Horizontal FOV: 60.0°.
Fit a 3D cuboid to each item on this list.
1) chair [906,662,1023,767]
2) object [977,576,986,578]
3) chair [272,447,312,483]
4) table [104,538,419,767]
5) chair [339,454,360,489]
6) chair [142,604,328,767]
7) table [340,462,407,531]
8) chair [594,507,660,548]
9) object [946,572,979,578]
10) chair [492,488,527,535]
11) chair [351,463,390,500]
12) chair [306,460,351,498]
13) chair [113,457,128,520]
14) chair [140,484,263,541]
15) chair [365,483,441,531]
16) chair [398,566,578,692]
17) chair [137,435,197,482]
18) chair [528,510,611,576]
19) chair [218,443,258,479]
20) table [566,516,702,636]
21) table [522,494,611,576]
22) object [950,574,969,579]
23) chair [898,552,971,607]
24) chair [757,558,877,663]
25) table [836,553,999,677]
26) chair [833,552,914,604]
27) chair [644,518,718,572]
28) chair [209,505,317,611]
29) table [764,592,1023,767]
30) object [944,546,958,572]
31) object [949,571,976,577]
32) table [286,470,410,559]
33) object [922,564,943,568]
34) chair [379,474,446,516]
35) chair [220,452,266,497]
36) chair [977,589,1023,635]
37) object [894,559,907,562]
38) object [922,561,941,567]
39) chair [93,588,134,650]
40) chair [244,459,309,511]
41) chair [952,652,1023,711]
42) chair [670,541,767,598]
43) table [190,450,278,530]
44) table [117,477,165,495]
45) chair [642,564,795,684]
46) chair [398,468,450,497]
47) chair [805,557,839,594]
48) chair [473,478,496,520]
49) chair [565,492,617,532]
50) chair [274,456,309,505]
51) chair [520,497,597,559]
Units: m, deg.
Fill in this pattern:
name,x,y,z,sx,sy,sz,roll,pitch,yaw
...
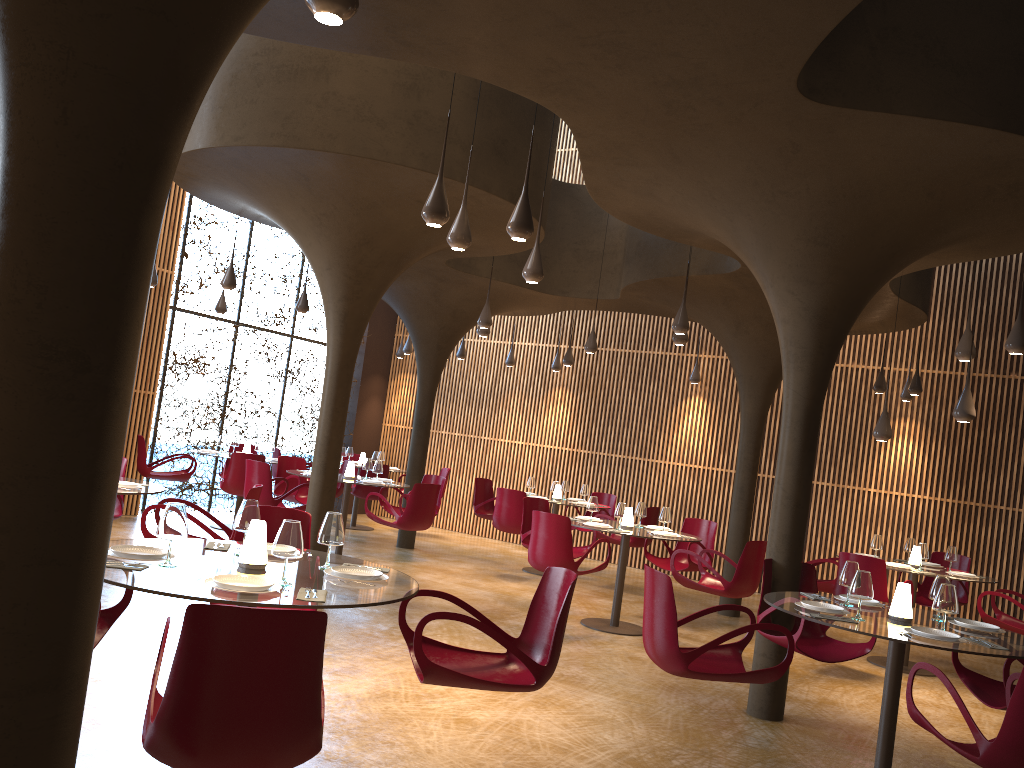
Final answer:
name,x,y,z,sx,sy,sz,roll,pitch,yaw
chair,2.498,1.601,4.419,0.625,0.635,0.873,8,-3,-7
object,5.083,2.120,9.800,0.261,0.017,0.127,4,-5,42
chair,-3.829,1.481,15.681,0.874,0.635,0.625,9,-3,-24
table,-1.371,1.471,4.395,1.673,1.129,1.673,8,-3,-8
chair,-3.103,1.668,17.050,0.625,0.635,0.873,8,-3,-14
chair,-1.003,1.055,3.293,0.626,0.635,0.872,9,-3,-19
table,-2.807,2.038,16.075,1.674,1.129,1.672,9,-3,-17
chair,1.691,2.046,12.927,0.871,0.635,0.626,6,-3,31
object,4.871,2.070,9.589,0.331,0.014,0.332,6,-4,20
chair,0.102,1.810,12.588,0.624,0.635,0.875,6,-3,26
chair,-2.390,1.625,14.910,0.626,0.635,0.872,9,-3,-19
chair,-3.042,1.489,14.178,0.873,0.635,0.625,9,-3,-19
chair,-3.960,0.979,8.238,0.625,0.635,0.873,8,-3,-6
chair,-2.567,1.111,7.387,0.873,0.635,0.625,8,-3,-11
chair,-1.348,1.527,11.255,0.871,0.635,0.626,5,-4,41
chair,-0.123,1.263,4.667,0.873,0.635,0.625,8,-3,-14
chair,-5.262,1.143,13.462,0.874,0.635,0.625,9,-3,-24
chair,0.553,1.645,9.125,0.624,0.635,0.875,6,-4,36
chair,-4.537,1.330,14.831,0.625,0.635,0.873,8,-3,-14
table,1.225,2.186,10.006,1.676,1.129,1.670,10,-4,-40
table,0.609,2.336,13.584,1.670,1.129,1.676,5,-4,40
object,4.869,2.071,9.585,0.204,0.012,0.412,5,-5,38
chair,5.178,2.376,10.774,0.874,0.635,0.624,11,-4,-44
chair,2.264,1.722,6.761,0.625,0.635,0.873,8,-3,-12
table,4.470,2.622,9.985,1.676,1.129,1.670,10,-4,-39
chair,3.684,2.066,9.104,0.624,0.635,0.875,5,-4,41
chair,2.114,1.969,10.866,0.624,0.635,0.875,5,-4,41
chair,-1.529,1.134,5.589,0.625,0.635,0.873,8,-3,-14
table,2.385,2.056,5.600,1.672,1.129,1.674,8,-3,-1
object,4.867,1.947,9.826,0.142,0.295,0.142,7,-3,19
object,4.872,2.060,9.589,0.263,0.029,0.264,6,-4,26
table,-2.301,1.846,12.082,1.676,1.129,1.670,10,-4,-40
object,4.887,2.126,10.409,0.332,0.014,0.332,9,-4,-22
chair,-1.411,1.629,12.941,0.624,0.635,0.875,5,-4,41
chair,-3.824,1.287,12.690,0.626,0.635,0.872,9,-3,-19
chair,5.357,2.294,9.144,0.871,0.635,0.626,5,-4,41
object,4.698,2.123,10.645,0.262,0.017,0.126,11,-5,-42
object,4.889,2.116,10.409,0.263,0.029,0.263,10,-4,-32
chair,-2.296,0.937,4.148,0.873,0.635,0.625,8,-3,-9
chair,-2.973,1.305,11.200,0.624,0.635,0.875,6,-4,36
chair,3.440,1.814,5.749,0.872,0.635,0.625,8,-3,-2
chair,2.177,1.867,9.180,0.871,0.635,0.626,5,-4,41
table,-4.240,1.700,13.856,1.674,1.129,1.672,9,-3,-17
table,-3.797,1.328,7.225,1.673,1.129,1.674,8,-3,-6
chair,1.218,1.499,5.512,0.873,0.635,0.625,8,-3,-7
chair,-1.609,1.827,16.398,0.873,0.635,0.625,9,-3,-19
chair,3.636,2.166,10.743,0.871,0.635,0.626,5,-4,36
chair,-0.217,1.866,14.112,0.871,0.635,0.626,5,-4,36
chair,1.339,2.106,14.578,0.624,0.635,0.875,6,-4,31
chair,-3.026,1.399,12.755,0.626,0.635,0.871,11,-4,-44
chair,0.500,1.739,10.680,0.626,0.635,0.871,11,-4,-44
